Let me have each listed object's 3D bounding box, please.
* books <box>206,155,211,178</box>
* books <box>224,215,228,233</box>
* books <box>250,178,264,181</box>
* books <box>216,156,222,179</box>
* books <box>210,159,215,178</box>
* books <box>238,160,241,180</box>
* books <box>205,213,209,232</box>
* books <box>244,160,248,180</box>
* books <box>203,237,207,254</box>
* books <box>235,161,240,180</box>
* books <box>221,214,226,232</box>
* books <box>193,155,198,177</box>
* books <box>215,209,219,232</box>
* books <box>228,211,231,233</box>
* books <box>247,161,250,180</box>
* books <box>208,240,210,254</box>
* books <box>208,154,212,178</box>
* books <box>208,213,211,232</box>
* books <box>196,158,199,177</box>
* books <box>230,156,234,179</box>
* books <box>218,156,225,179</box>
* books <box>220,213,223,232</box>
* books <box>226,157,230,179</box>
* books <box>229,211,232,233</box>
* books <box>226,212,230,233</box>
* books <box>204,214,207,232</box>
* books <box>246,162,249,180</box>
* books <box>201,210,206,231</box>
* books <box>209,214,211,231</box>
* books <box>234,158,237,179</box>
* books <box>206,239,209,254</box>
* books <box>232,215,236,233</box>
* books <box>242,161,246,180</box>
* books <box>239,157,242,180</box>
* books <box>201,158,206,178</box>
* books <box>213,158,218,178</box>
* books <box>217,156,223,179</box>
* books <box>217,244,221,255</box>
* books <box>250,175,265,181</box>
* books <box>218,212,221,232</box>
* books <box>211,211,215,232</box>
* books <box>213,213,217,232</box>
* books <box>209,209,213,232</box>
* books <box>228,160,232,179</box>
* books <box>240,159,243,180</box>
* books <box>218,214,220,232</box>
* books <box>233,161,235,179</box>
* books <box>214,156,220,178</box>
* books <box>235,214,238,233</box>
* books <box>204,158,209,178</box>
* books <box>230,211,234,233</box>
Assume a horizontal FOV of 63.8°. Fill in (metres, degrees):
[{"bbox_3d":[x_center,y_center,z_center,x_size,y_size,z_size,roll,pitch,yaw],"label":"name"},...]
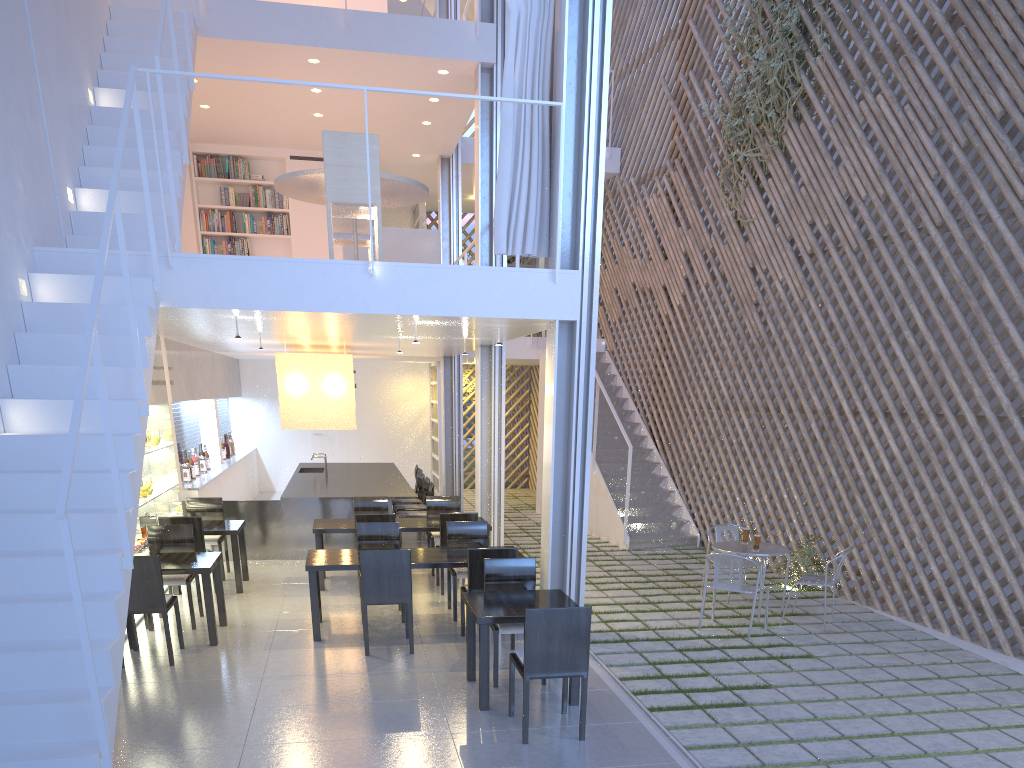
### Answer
[{"bbox_3d":[-2.155,-1.534,5.856,0.011,0.157,0.078,-3,15,-12],"label":"books"},{"bbox_3d":[-2.077,-1.159,5.997,0.018,0.131,0.078,-3,14,-12],"label":"books"},{"bbox_3d":[-1.839,-1.466,5.944,0.094,0.023,0.059,1,2,-11],"label":"books"},{"bbox_3d":[-2.087,-1.533,5.870,0.024,0.157,0.076,-3,15,-12],"label":"books"},{"bbox_3d":[-2.125,-1.523,5.863,0.021,0.134,0.084,-3,14,-12],"label":"books"},{"bbox_3d":[-1.948,-1.522,5.893,0.005,0.139,0.087,-3,14,-12],"label":"books"},{"bbox_3d":[-2.206,-1.162,5.970,0.021,0.134,0.084,-3,14,-12],"label":"books"},{"bbox_3d":[-1.904,-1.522,5.901,0.015,0.139,0.087,-3,14,-12],"label":"books"},{"bbox_3d":[-2.238,-0.993,6.023,0.015,0.154,0.081,-3,15,-12],"label":"books"},{"bbox_3d":[-1.962,-1.519,5.897,0.018,0.131,0.078,-3,14,-12],"label":"books"},{"bbox_3d":[-2.098,-1.164,5.999,0.021,0.142,0.064,-3,16,-12],"label":"books"},{"bbox_3d":[-2.238,-1.534,5.840,0.015,0.154,0.081,-3,15,-12],"label":"books"},{"bbox_3d":[-2.135,-1.176,5.980,0.015,0.165,0.079,-3,15,-12],"label":"books"},{"bbox_3d":[-2.053,-1.171,5.995,0.009,0.158,0.082,-3,15,-12],"label":"books"},{"bbox_3d":[-1.889,-1.521,5.915,0.006,0.140,0.065,-3,16,-12],"label":"books"},{"bbox_3d":[-2.212,-0.982,6.031,0.006,0.131,0.082,-3,14,-12],"label":"books"},{"bbox_3d":[-2.143,-1.538,5.859,0.011,0.166,0.075,-3,16,-12],"label":"books"},{"bbox_3d":[-2.192,-1.162,5.971,0.006,0.134,0.087,-3,13,-12],"label":"books"},{"bbox_3d":[-2.227,-1.524,5.842,0.006,0.134,0.087,-3,13,-12],"label":"books"},{"bbox_3d":[-1.996,-1.535,5.884,0.015,0.165,0.079,-3,15,-12],"label":"books"},{"bbox_3d":[-2.070,-1.532,5.873,0.024,0.157,0.076,-3,15,-12],"label":"books"},{"bbox_3d":[-2.110,-1.163,5.985,0.007,0.139,0.087,-3,14,-12],"label":"books"},{"bbox_3d":[-2.031,-1.531,5.883,0.027,0.155,0.071,-3,16,-11],"label":"books"},{"bbox_3d":[-2.045,-1.170,6.000,0.008,0.157,0.076,-3,15,-12],"label":"books"},{"bbox_3d":[-2.063,-1.169,5.994,0.010,0.153,0.081,-3,15,-12],"label":"books"},{"bbox_3d":[-2.219,-1.161,5.969,0.006,0.131,0.082,-3,14,-12],"label":"books"},{"bbox_3d":[-1.894,-1.517,5.907,0.006,0.131,0.082,-3,14,-12],"label":"books"},{"bbox_3d":[-2.230,-1.172,5.963,0.015,0.154,0.081,-3,15,-12],"label":"books"},{"bbox_3d":[-2.187,-1.160,5.979,0.006,0.130,0.074,-3,14,-12],"label":"books"},{"bbox_3d":[-1.976,-1.529,5.889,0.010,0.153,0.081,-3,15,-12],"label":"books"},{"bbox_3d":[-2.223,-0.986,6.025,0.015,0.139,0.087,-3,14,-12],"label":"books"},{"bbox_3d":[-2.021,-1.159,6.003,0.015,0.134,0.084,-3,14,-12],"label":"books"},{"bbox_3d":[-1.920,-1.519,5.900,0.015,0.134,0.084,-3,14,-12],"label":"books"},{"bbox_3d":[-1.941,-1.531,5.894,0.009,0.158,0.082,-3,15,-12],"label":"books"},{"bbox_3d":[-2.194,-1.527,5.859,0.021,0.142,0.064,-3,16,-12],"label":"books"},{"bbox_3d":[-2.110,-1.525,5.863,0.007,0.139,0.087,-3,14,-12],"label":"books"},{"bbox_3d":[-2.078,-1.532,5.872,0.024,0.157,0.076,-3,15,-12],"label":"books"},{"bbox_3d":[-2.152,-0.969,6.059,0.021,0.107,0.057,-3,15,-12],"label":"books"},{"bbox_3d":[-1.836,-1.488,5.933,0.094,0.023,0.059,1,2,-6],"label":"books"},{"bbox_3d":[-2.117,-1.166,5.983,0.008,0.145,0.087,-3,14,-12],"label":"books"},{"bbox_3d":[-2.166,-1.171,5.980,0.015,0.154,0.071,-3,16,-12],"label":"books"},{"bbox_3d":[-2.150,-1.163,5.981,0.015,0.137,0.081,-3,14,-12],"label":"books"},{"bbox_3d":[-2.178,-1.177,5.974,0.011,0.166,0.075,-3,16,-12],"label":"books"},{"bbox_3d":[-2.011,-1.522,5.885,0.015,0.137,0.081,-3,14,-12],"label":"books"},{"bbox_3d":[-1.931,-1.525,5.895,0.008,0.145,0.087,-3,14,-12],"label":"books"},{"bbox_3d":[-2.124,-1.163,5.982,0.005,0.139,0.087,-3,14,-12],"label":"books"},{"bbox_3d":[-1.985,-1.518,5.894,0.006,0.130,0.074,-3,14,-12],"label":"books"},{"bbox_3d":[-2.096,-1.533,5.868,0.024,0.157,0.076,-3,15,-12],"label":"books"},{"bbox_3d":[-2.012,-1.161,6.014,0.006,0.140,0.065,-3,16,-12],"label":"books"},{"bbox_3d":[-2.173,-1.527,5.863,0.021,0.142,0.064,-3,16,-12],"label":"books"},{"bbox_3d":[-2.035,-1.170,6.000,0.011,0.157,0.078,-3,15,-12],"label":"books"}]
